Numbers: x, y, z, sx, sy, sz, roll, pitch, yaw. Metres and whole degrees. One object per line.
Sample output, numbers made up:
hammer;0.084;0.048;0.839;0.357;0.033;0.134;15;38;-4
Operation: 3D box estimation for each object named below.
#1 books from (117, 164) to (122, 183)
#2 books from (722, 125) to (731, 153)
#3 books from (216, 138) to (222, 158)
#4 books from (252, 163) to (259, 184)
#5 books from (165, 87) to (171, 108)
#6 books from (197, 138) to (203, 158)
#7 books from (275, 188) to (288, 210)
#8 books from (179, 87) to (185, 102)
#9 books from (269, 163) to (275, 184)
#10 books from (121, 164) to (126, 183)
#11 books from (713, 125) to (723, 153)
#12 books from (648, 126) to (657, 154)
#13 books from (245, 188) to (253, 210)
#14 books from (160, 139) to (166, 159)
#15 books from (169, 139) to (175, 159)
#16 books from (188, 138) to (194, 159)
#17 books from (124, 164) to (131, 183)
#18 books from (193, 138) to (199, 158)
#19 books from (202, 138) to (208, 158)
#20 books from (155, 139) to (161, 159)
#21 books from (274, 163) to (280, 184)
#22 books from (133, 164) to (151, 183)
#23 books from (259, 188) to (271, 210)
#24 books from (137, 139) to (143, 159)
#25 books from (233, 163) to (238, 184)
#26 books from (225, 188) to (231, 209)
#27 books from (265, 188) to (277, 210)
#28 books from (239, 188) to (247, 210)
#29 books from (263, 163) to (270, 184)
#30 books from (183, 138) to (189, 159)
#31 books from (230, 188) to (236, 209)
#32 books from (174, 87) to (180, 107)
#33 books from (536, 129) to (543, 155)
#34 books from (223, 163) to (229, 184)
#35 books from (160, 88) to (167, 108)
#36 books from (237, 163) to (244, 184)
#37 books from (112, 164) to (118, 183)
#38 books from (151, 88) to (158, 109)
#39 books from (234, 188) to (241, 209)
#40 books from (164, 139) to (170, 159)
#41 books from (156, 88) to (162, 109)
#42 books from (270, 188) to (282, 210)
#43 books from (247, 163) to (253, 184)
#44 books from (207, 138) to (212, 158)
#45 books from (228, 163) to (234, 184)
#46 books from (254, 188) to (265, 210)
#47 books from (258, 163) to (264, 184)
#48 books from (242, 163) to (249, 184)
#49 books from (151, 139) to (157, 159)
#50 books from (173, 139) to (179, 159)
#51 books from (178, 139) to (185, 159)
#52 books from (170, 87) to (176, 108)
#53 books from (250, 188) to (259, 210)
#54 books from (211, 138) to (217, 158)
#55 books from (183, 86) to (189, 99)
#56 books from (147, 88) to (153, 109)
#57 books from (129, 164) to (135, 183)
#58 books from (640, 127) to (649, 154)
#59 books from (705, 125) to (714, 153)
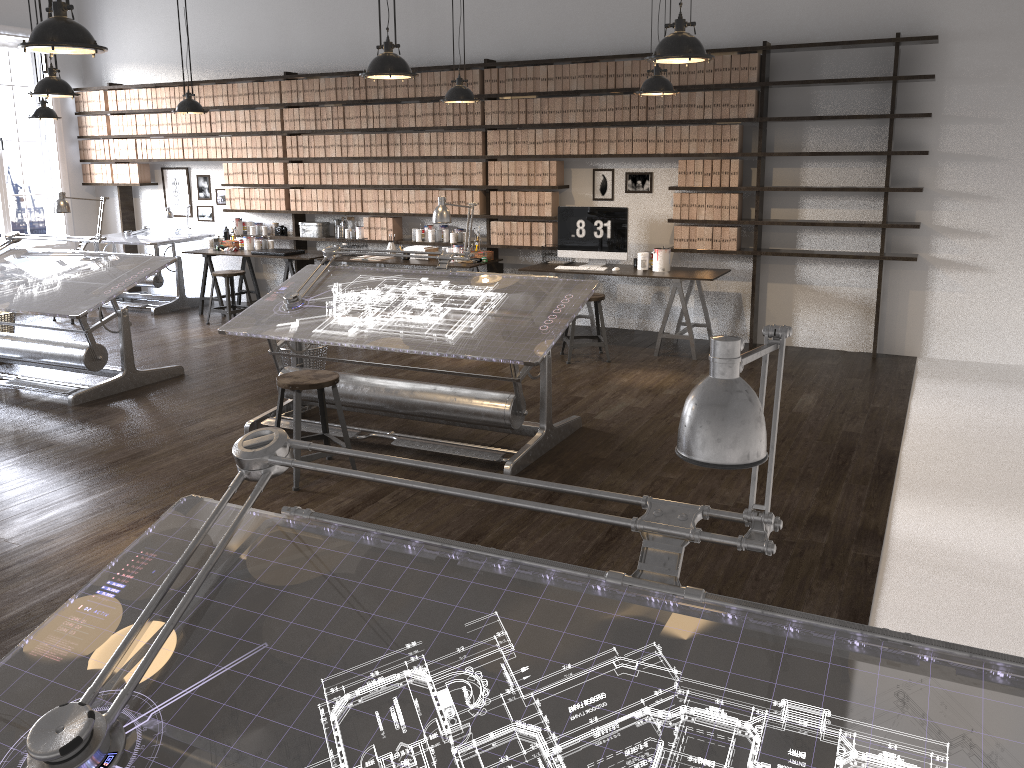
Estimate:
books;-4.532;-2.468;10.387;0.067;0.223;0.176;5;14;25
books;1.783;-2.018;7.297;0.067;0.223;0.176;5;14;25
books;-3.137;-2.570;9.659;0.067;0.223;0.176;5;14;25
books;-2.697;-2.259;9.504;0.067;0.223;0.176;5;14;25
books;-3.757;-3.175;9.843;0.067;0.223;0.176;5;14;25
books;-3.377;-2.599;9.780;0.067;0.223;0.176;5;14;25
books;-2.440;-1.969;9.440;0.067;0.223;0.176;5;14;25
books;-3.573;-3.156;9.762;0.067;0.223;0.176;5;14;25
books;-2.497;-2.237;9.413;0.067;0.223;0.176;5;14;25
books;-4.475;-2.462;10.361;0.067;0.223;0.176;5;14;25
books;1.719;-2.025;7.328;0.067;0.223;0.176;5;14;25
books;1.221;-2.080;7.561;0.067;0.223;0.176;5;14;25
books;-2.812;-2.011;9.617;0.067;0.223;0.176;5;14;25
books;-3.886;-2.655;10.018;0.067;0.223;0.176;5;14;25
books;-3.762;-2.642;9.963;0.067;0.223;0.176;5;14;25
books;-3.506;-2.613;9.838;0.067;0.223;0.176;5;14;25
books;-4.417;-2.454;10.329;0.067;0.223;0.176;5;14;25
books;-3.441;-2.606;9.811;0.067;0.223;0.176;5;14;25
books;-3.319;-2.591;9.746;0.067;0.223;0.176;5;14;25
books;-3.949;-2.663;10.052;0.067;0.223;0.176;5;14;25
books;-2.430;-2.229;9.378;0.067;0.223;0.176;5;14;25
books;-4.289;-2.441;10.273;0.067;0.223;0.176;5;14;25
books;-2.624;-1.988;9.521;0.067;0.223;0.176;5;14;25
books;-4.212;-2.693;10.178;0.067;0.223;0.176;5;14;25
books;-2.944;-2.288;9.625;0.067;0.223;0.176;5;14;25
books;-3.059;-2.037;9.731;0.067;0.223;0.176;5;14;25
books;-2.559;-1.980;9.490;0.067;0.223;0.176;5;14;25
books;-2.877;-2.017;9.644;0.067;0.223;0.176;5;14;25
books;-2.567;-2.244;9.440;0.067;0.223;0.176;5;14;25
books;-3.568;-2.621;9.872;0.067;0.223;0.176;5;14;25
books;-2.997;-2.032;9.706;0.067;0.223;0.176;5;14;25
books;-3.633;-3.162;9.788;0.067;0.223;0.176;5;14;25
books;0.281;-2.188;8.016;0.067;0.223;0.176;5;14;25
books;-3.067;-2.301;9.681;0.067;0.223;0.176;5;14;25
books;-3.821;-3.183;9.877;0.067;0.223;0.176;5;14;25
books;-2.886;-2.280;9.592;0.067;0.223;0.176;5;14;25
books;-4.598;-2.475;10.417;0.067;0.223;0.176;5;14;25
books;-3.945;-3.198;9.939;0.067;0.223;0.176;5;14;25
books;-2.941;-2.025;9.677;0.067;0.223;0.176;5;14;25
books;-3.821;-2.648;9.986;0.067;0.223;0.176;5;14;25
books;-3.882;-3.191;9.911;0.067;0.223;0.176;5;14;25
books;-2.500;-1.975;9.466;0.067;0.223;0.176;5;14;25
books;-2.759;-2.267;9.538;0.067;0.223;0.176;5;14;25
books;-3.257;-2.585;9.721;0.067;0.223;0.176;5;14;25
books;-3.001;-2.294;9.651;0.067;0.223;0.176;5;14;25
books;-2.687;-1.996;9.555;0.067;0.223;0.176;5;14;25
books;-2.631;-2.253;9.477;0.067;0.223;0.176;5;14;25
books;-2.823;-2.274;9.568;0.067;0.223;0.176;5;14;25
books;-4.010;-2.671;10.086;0.067;0.223;0.176;5;14;25
books;-3.702;-2.636;9.937;0.067;0.223;0.176;5;14;25
books;-3.638;-2.627;9.900;0.067;0.223;0.176;5;14;25
books;-3.692;-3.168;9.812;0.067;0.223;0.176;5;14;25
books;-2.748;-2.004;9.589;0.067;0.223;0.176;5;14;25
books;-3.201;-2.578;9.692;0.067;0.223;0.176;5;14;25
books;-3.509;-3.147;9.725;0.067;0.223;0.176;5;14;25
books;-4.010;-3.205;9.966;0.067;0.223;0.176;5;14;25
books;-4.351;-2.449;10.305;0.067;0.223;0.176;5;14;25
books;1.156;-2.087;7.592;0.067;0.223;0.176;5;14;25
books;1.656;-2.030;7.352;0.067;0.223;0.176;5;14;25
